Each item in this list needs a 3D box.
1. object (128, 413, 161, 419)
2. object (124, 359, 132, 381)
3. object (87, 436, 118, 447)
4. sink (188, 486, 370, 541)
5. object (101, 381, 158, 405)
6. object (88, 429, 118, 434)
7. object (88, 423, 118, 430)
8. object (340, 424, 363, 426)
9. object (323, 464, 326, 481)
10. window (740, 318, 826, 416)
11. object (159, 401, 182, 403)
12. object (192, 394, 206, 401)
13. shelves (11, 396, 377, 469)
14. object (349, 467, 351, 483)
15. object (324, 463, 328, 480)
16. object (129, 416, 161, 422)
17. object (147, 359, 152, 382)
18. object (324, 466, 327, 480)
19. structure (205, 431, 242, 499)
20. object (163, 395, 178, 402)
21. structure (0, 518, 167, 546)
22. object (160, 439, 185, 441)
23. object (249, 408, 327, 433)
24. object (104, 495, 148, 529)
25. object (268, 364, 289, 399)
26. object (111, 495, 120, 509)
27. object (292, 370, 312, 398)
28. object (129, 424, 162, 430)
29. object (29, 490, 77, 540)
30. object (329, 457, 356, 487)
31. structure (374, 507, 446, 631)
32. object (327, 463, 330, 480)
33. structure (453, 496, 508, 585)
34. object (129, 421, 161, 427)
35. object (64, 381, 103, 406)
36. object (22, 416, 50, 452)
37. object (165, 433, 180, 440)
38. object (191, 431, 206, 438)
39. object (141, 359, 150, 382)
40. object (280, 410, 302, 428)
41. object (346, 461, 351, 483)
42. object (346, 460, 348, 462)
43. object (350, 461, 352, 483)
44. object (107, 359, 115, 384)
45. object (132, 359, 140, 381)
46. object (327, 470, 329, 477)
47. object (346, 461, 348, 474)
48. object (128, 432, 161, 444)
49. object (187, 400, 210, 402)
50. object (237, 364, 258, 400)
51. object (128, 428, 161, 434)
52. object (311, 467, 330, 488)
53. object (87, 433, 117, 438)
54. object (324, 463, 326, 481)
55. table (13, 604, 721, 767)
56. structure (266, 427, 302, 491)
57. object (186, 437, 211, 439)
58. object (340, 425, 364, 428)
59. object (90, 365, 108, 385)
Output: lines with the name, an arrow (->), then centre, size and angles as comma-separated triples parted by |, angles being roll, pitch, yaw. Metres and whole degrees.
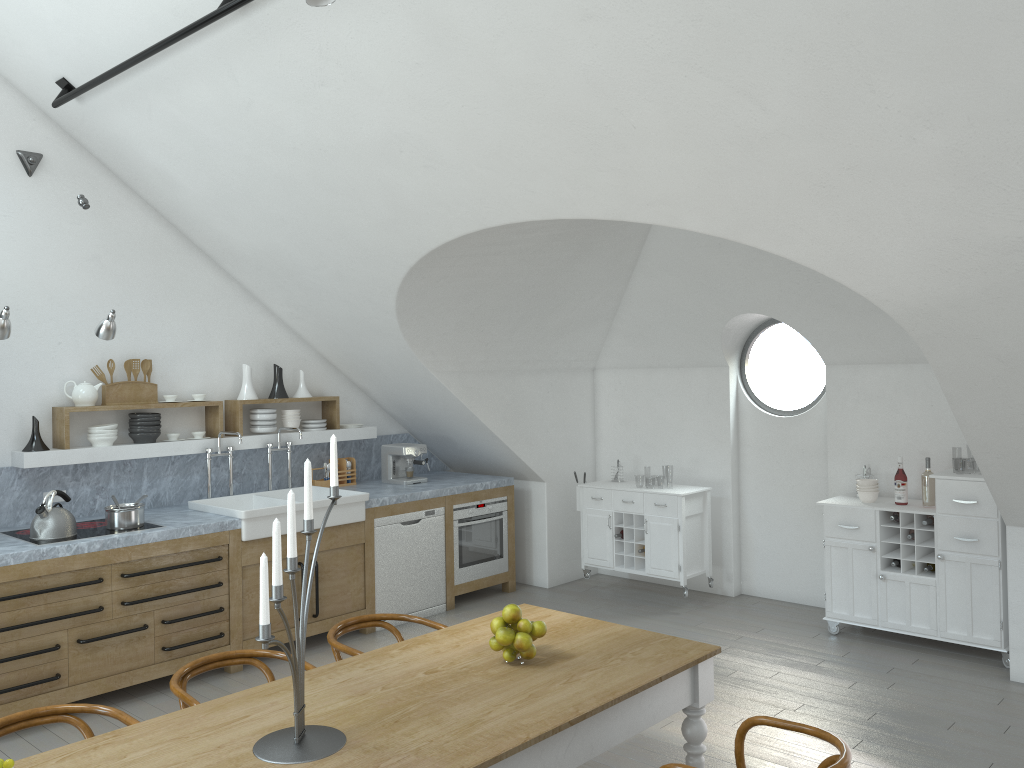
object -> -2.505, 0.237, 6.046 | 0.205, 0.080, 0.205 | 0, 1, 45
object -> -2.596, -0.021, 6.016 | 0.040, 0.299, 0.061 | -2, -1, 40
object -> -2.692, 0.377, 5.828 | 0.181, 0.064, 0.181 | -1, 1, -25
sink -> -1.622, 0.893, 6.218 | 0.727, 0.202, 1.021 | 0, 1, 42
object -> -2.588, 0.058, 6.008 | 0.084, 0.157, 0.353 | -1, 0, 42
object -> -2.692, 0.331, 5.831 | 0.181, 0.069, 0.181 | -1, 1, -30
object -> -2.691, 0.302, 5.832 | 0.181, 0.076, 0.181 | -1, 1, -10
object -> -1.335, 0.348, 7.328 | 0.213, 0.025, 0.213 | -1, 1, 30
object -> -1.488, 0.731, 7.053 | 0.019, 0.196, 0.022 | -2, -1, 31
window -> 2.212, -0.143, 7.125 | 0.899, 0.900, 0.060 | -1, -1, 42
object -> -2.390, 0.127, 6.200 | 0.164, 0.012, 0.164 | -2, 1, -30
object -> -2.245, 0.098, 6.359 | 0.098, 0.048, 0.098 | -1, 1, 40
shelves -> -2.983, -0.166, 5.347 | 0.480, 1.362, 5.551 | -2, 0, 37
object -> -1.325, 0.725, 7.231 | 0.018, 0.196, 0.020 | -1, -1, -25
object -> -1.488, 0.727, 7.080 | 0.040, 0.192, 0.042 | -1, -1, -10
object -> -2.501, 0.265, 6.045 | 0.205, 0.084, 0.205 | -1, 1, -20
object -> -2.505, -0.023, 6.116 | 0.030, 0.294, 0.057 | -2, -1, 42
object -> -1.478, 0.740, 7.035 | 0.019, 0.179, 0.044 | -1, -1, 7
structure -> -1.975, 0.597, 6.260 | 0.332, 0.530, 0.214 | -1, -1, 23
object -> -2.390, 0.103, 6.201 | 0.098, 0.048, 0.098 | -1, 1, 40
structure -> -2.578, 0.894, 5.322 | 0.647, 0.041, 0.737 | 0, 1, 42
object -> -2.374, 0.395, 6.207 | 0.164, 0.012, 0.164 | -2, 1, -30
object -> -1.730, 0.280, 6.883 | 0.198, 0.196, 0.657 | -1, 1, 42
object -> -2.332, 0.801, 5.484 | 0.232, 0.170, 0.394 | -1, 1, 22
object -> -1.803, -0.022, 6.837 | 0.156, 0.268, 0.156 | -1, -1, -43
object -> -2.411, 0.777, 5.448 | 0.236, 0.167, 0.051 | -1, 0, 38
object -> -1.657, -0.003, 7.009 | 0.156, 0.218, 0.156 | -1, 0, 24
object -> -2.496, 0.312, 6.036 | 0.205, 0.086, 0.205 | -1, 1, -5
object -> -2.653, 0.747, 5.127 | 0.246, 0.268, 0.246 | -1, 0, -38
object -> -1.380, 0.715, 7.216 | 0.104, 0.223, 0.200 | -2, 0, 43
structure -> -0.974, 1.383, 6.887 | 0.598, 0.823, 0.724 | -1, 0, 42
object -> -1.452, 0.727, 7.047 | 0.040, 0.192, 0.042 | -1, -1, -11
structure -> -0.463, 1.270, 7.443 | 0.630, 0.637, 0.632 | -1, 0, 42
object -> -2.501, 0.290, 6.040 | 0.205, 0.072, 0.205 | -1, 1, 30
object -> -2.791, 0.061, 5.774 | 0.174, 0.169, 0.168 | -1, 0, 26
object -> -2.979, 0.307, 5.546 | 0.156, 0.218, 0.156 | -1, 0, 24
object -> -2.375, 0.371, 6.208 | 0.098, 0.048, 0.098 | -1, 1, 40
object -> -2.245, 0.367, 6.350 | 0.098, 0.048, 0.098 | -1, 1, 40
object -> -2.517, -0.022, 6.077 | 0.039, 0.298, 0.068 | -2, -1, 42
object -> -1.712, 0.278, 6.867 | 0.158, 0.160, 0.154 | -1, 0, -19
object -> -1.328, 0.722, 7.215 | 0.040, 0.192, 0.042 | -1, -1, 3
object -> -1.356, 0.722, 7.255 | 0.040, 0.192, 0.042 | -1, -1, 2
object -> -1.321, 0.725, 7.241 | 0.019, 0.196, 0.022 | -2, -1, 43
object -> -2.677, -0.019, 5.929 | 0.027, 0.299, 0.055 | -2, -1, 42
object -> -2.559, -0.021, 6.028 | 0.019, 0.299, 0.057 | -2, -1, 42
object -> -1.466, 0.730, 7.059 | 0.023, 0.196, 0.018 | -2, -1, 37
object -> -1.344, 0.725, 7.240 | 0.018, 0.196, 0.023 | 0, -1, -40
object -> -2.501, 0.366, 6.037 | 0.205, 0.072, 0.205 | -1, 1, 30
object -> -2.245, 0.122, 6.358 | 0.164, 0.012, 0.164 | -2, 1, -30
object -> -1.983, -0.016, 6.645 | 0.156, 0.268, 0.156 | -1, -1, 31
object -> -2.502, 0.340, 6.037 | 0.205, 0.086, 0.205 | -1, 1, -10
object -> -1.521, 0.746, 7.044 | 0.100, 0.171, 0.173 | -1, 0, 44
object -> -2.693, 0.355, 5.828 | 0.181, 0.065, 0.181 | -1, 1, -10
object -> -1.487, 0.731, 7.063 | 0.018, 0.196, 0.020 | 0, -1, -38
table -> -0.693, 1.448, 2.507 | 1.018, 0.799, 3.349 | -1, 1, 42
structure -> -1.645, 0.586, 6.620 | 0.332, 0.530, 0.214 | -1, -1, 23
object -> -2.245, 0.390, 6.349 | 0.164, 0.012, 0.164 | -2, 1, -30
object -> -1.334, 0.356, 7.328 | 0.213, 0.025, 0.213 | -1, 1, 30
object -> -2.700, 0.000, 5.899 | 0.199, 0.259, 0.016 | -1, -1, -37
